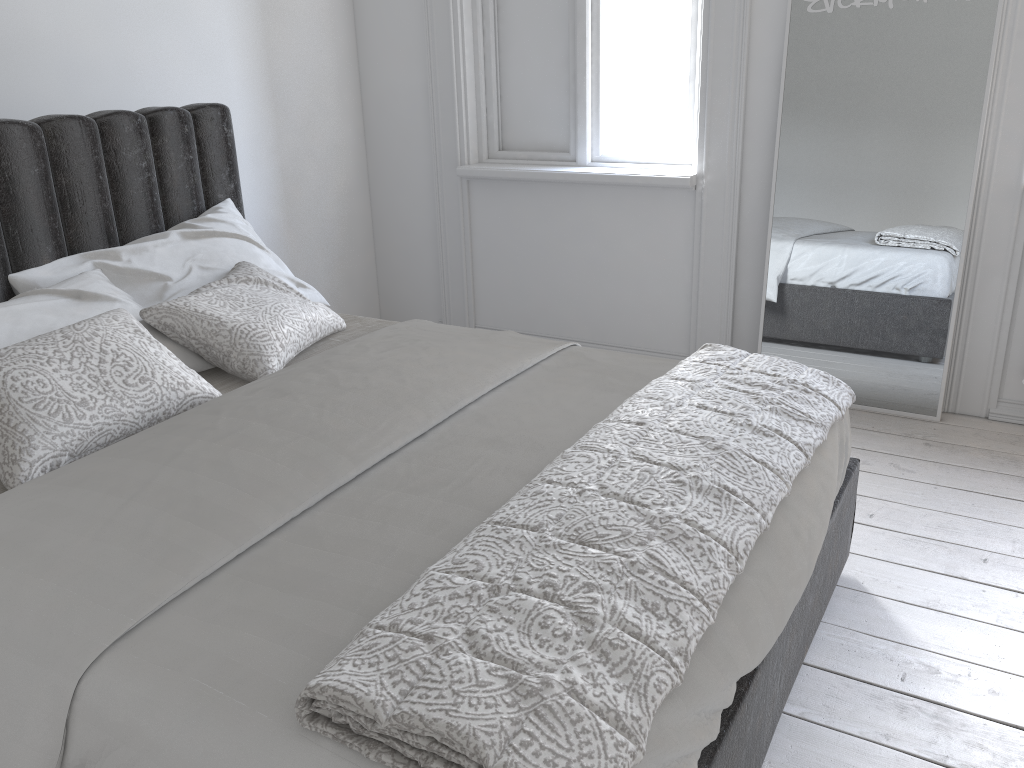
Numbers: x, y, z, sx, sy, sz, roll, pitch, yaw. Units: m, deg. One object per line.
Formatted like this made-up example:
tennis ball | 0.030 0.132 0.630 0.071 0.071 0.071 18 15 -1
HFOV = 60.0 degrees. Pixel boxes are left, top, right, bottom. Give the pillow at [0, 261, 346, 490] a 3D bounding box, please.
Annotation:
pillow | -0.820 -0.089 2.177 0.415 0.225 1.147 7 22 22

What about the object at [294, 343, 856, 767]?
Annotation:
object | 0.259 0.185 1.552 0.405 0.104 1.461 10 24 29

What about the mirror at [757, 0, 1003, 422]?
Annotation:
mirror | 1.252 -0.663 3.122 0.669 1.552 0.145 10 23 29

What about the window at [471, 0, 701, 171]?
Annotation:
window | 0.294 -1.648 3.552 1.047 1.535 0.079 10 23 29

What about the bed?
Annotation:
bed | -0.465 0.033 1.961 2.177 1.167 1.890 10 24 29

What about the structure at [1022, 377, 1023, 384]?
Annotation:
structure | 2.171 -0.204 2.765 0.936 0.599 0.216 10 23 29
